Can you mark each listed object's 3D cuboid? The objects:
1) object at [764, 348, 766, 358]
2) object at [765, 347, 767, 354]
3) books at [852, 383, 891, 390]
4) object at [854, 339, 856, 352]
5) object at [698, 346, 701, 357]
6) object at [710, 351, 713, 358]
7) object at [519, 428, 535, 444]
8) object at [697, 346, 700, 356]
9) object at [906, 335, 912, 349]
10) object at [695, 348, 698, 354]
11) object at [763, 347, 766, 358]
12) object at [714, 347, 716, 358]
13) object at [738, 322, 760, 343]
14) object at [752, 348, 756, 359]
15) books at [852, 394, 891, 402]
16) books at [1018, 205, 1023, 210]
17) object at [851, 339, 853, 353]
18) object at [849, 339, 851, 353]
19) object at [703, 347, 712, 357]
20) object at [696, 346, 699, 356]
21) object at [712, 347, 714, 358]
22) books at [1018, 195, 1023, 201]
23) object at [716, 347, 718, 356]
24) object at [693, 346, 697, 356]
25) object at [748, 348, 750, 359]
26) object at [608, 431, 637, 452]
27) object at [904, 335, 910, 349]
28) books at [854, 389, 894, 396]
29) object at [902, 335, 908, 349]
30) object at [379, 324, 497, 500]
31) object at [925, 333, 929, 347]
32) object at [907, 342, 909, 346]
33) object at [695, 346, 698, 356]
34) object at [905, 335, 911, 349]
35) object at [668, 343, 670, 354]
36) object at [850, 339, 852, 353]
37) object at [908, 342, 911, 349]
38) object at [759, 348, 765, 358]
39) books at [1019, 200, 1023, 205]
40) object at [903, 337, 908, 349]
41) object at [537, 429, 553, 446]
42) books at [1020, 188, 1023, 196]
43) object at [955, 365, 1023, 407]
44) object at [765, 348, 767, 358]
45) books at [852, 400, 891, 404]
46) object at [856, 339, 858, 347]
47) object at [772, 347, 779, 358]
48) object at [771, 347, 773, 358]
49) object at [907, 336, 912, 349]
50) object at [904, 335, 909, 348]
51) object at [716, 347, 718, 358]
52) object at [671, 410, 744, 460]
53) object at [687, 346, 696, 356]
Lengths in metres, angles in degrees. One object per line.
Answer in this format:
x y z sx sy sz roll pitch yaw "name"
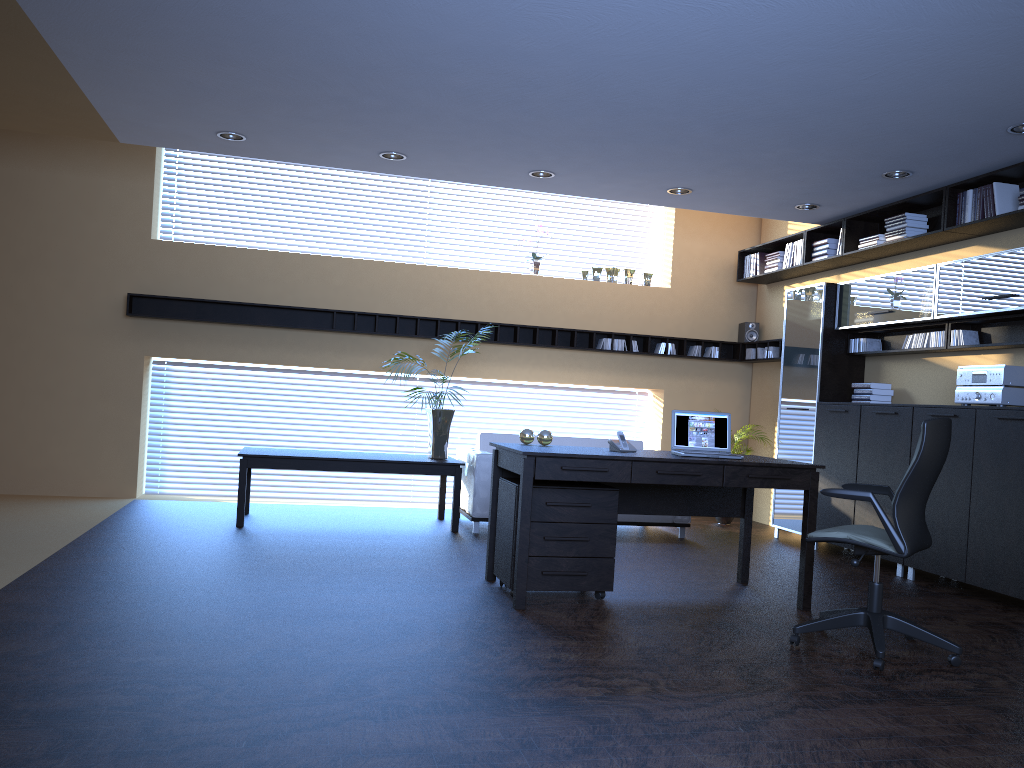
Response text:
2.763 -0.329 9.457 0.142 0.120 0.030 4 0 -13 "object"
2.766 -0.329 9.447 0.142 0.120 0.030 4 0 -13 "object"
3.101 0.019 7.652 0.207 0.050 0.258 4 -1 -14 "books"
3.126 -0.338 7.924 0.142 0.120 0.009 4 0 -14 "object"
2.066 -0.363 9.886 0.009 0.120 0.142 3 0 -13 "object"
2.212 -0.353 9.924 0.009 0.120 0.142 3 0 -14 "object"
0.097 0.342 5.800 0.105 0.105 0.105 3 0 6 "object"
2.047 -0.364 9.879 0.030 0.120 0.142 3 0 -14 "object"
3.297 -0.338 7.225 0.140 0.110 0.055 4 0 -14 "object"
2.026 -0.365 9.878 0.030 0.120 0.142 3 0 -14 "object"
2.760 -0.328 9.472 0.142 0.118 0.040 4 0 -13 "object"
2.243 -0.352 9.924 0.009 0.120 0.142 3 0 -13 "object"
2.663 -0.570 9.975 0.159 0.229 0.254 3 0 -3 "object"
2.700 -0.327 9.722 0.142 0.118 0.040 4 0 -13 "object"
3.098 0.121 7.644 0.207 0.050 0.258 4 -1 -13 "books"
3.585 -1.185 5.947 0.207 0.050 0.258 4 -1 -14 "books"
3.117 -0.337 7.963 0.142 0.120 0.009 4 0 -13 "object"
3.109 -0.337 7.992 0.142 0.120 0.009 4 0 -13 "object"
2.189 -0.354 9.913 0.040 0.118 0.142 3 0 -14 "object"
2.036 -0.364 9.879 0.030 0.120 0.142 3 0 -14 "object"
2.223 -0.353 9.921 0.009 0.120 0.142 3 0 -14 "object"
3.581 -1.260 5.947 0.207 0.031 0.258 4 -1 -14 "books"
2.263 -0.350 9.928 0.009 0.120 0.142 3 0 -14 "object"
2.015 -0.366 9.879 0.030 0.120 0.142 3 0 -14 "object"
2.682 -0.328 9.795 0.142 0.120 0.009 4 0 -13 "object"
0.700 0.363 5.608 0.130 0.127 0.146 4 -1 -28 "object"
3.291 -0.338 7.245 0.142 0.113 0.059 4 0 -13 "object"
3.113 0.071 7.633 0.207 0.050 0.258 4 -1 -13 "books"
3.279 -0.338 7.273 0.142 0.113 0.059 4 0 -14 "object"
-0.634 0.367 8.652 1.040 1.860 1.896 3 0 7 "object"
3.343 -0.342 7.016 0.140 0.116 0.036 4 0 -14 "object"
3.298 -0.338 7.225 0.142 0.113 0.059 4 0 -14 "object"
2.026 -0.365 9.874 0.026 0.117 0.140 3 0 -14 "object"
3.290 -0.338 7.234 0.140 0.110 0.055 4 0 -13 "object"
1.710 -0.386 9.802 0.009 0.120 0.142 3 0 -13 "object"
3.114 -0.337 7.982 0.140 0.118 0.006 4 0 -14 "object"
3.303 -0.338 7.216 0.142 0.113 0.059 4 0 -13 "object"
2.737 -0.328 9.566 0.142 0.118 0.040 4 0 -13 "object"
3.582 -1.228 5.935 0.207 0.031 0.258 4 -1 -13 "books"
3.292 -0.337 7.265 0.142 0.113 0.059 4 0 -13 "object"
0.214 0.349 5.776 0.105 0.105 0.105 3 0 6 "object"
3.581 -1.301 5.924 0.207 0.050 0.258 4 -1 -13 "books"
3.370 0.021 6.155 0.363 0.282 0.430 4 -1 -13 "object"
2.768 -0.329 9.437 0.142 0.120 0.030 4 0 -13 "object"
3.092 0.172 7.632 0.207 0.050 0.258 4 -1 -13 "books"
3.134 -0.338 7.894 0.142 0.120 0.009 4 0 -13 "object"
2.799 -0.329 9.308 0.142 0.118 0.040 4 0 -13 "object"
2.795 -0.330 9.323 0.142 0.120 0.030 4 0 -13 "object"
3.297 -0.338 7.214 0.140 0.110 0.055 4 0 -13 "object"
3.289 -0.338 7.254 0.142 0.113 0.059 4 0 -13 "object"
2.263 -0.350 9.927 0.006 0.118 0.140 3 0 -14 "object"
1.232 0.316 5.605 0.390 0.283 0.323 3 0 -3 "object"
2.001 -0.366 9.873 0.040 0.118 0.142 3 0 -14 "object"
